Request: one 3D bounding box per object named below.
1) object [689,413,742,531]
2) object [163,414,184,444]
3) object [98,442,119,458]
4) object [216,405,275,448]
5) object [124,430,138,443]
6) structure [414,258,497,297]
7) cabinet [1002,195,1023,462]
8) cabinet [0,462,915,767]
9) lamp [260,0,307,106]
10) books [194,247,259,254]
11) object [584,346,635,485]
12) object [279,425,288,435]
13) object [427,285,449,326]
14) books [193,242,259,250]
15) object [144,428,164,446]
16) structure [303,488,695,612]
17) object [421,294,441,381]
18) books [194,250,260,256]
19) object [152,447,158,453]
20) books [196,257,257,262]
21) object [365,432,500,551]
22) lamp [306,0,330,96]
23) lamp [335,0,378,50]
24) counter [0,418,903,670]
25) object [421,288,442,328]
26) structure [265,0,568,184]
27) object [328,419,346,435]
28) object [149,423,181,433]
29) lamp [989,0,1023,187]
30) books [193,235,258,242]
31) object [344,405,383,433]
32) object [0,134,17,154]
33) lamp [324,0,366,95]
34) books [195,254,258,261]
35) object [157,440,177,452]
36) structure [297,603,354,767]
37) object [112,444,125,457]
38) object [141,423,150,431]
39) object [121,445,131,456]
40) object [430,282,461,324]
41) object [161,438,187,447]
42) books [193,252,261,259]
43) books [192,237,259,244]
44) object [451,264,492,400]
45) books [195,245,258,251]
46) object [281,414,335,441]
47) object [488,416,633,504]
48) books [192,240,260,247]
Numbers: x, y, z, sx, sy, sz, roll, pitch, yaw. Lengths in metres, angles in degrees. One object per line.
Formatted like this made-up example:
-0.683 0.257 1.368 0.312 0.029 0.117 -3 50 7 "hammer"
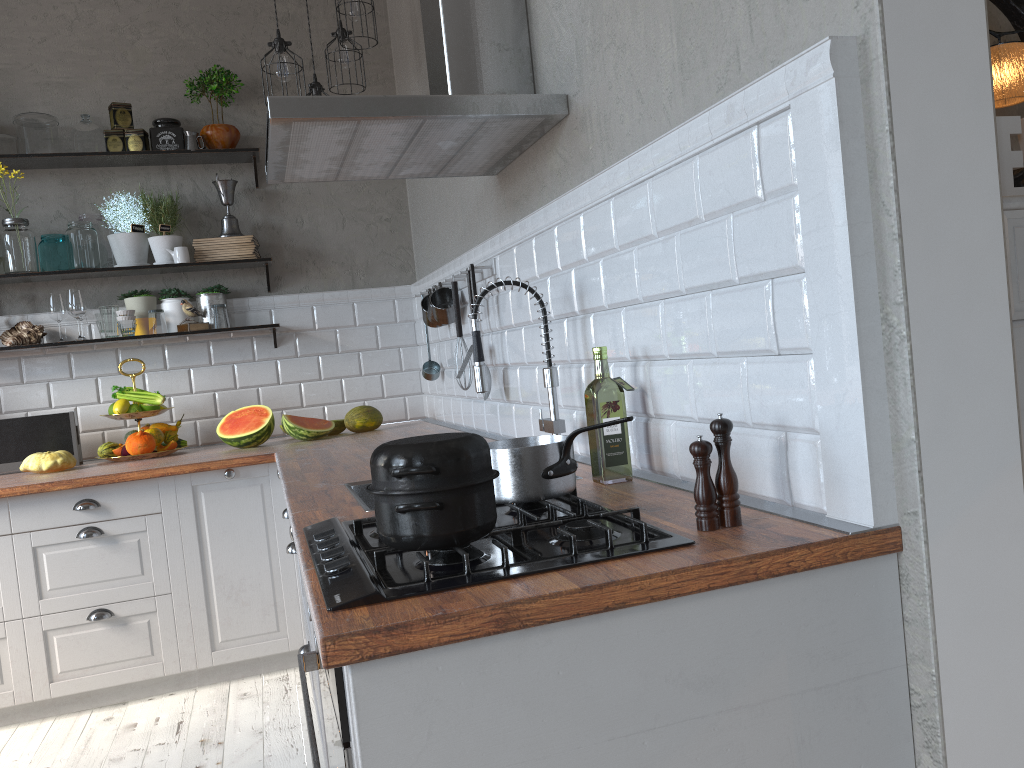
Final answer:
0.299 0.128 1.307 0.074 0.167 0.035 -7 2 -18 "object"
-1.453 0.194 3.789 0.061 0.120 0.126 -6 2 7 "object"
-1.675 0.275 3.721 0.076 0.072 0.153 -5 2 13 "object"
-1.114 0.182 3.706 0.235 0.174 0.218 -6 2 5 "object"
-1.598 0.230 3.801 0.078 0.076 0.155 -5 2 10 "object"
-0.237 -0.378 3.343 0.095 0.053 1.072 -6 2 -16 "structure"
1.002 0.344 1.531 0.675 1.297 0.379 -7 2 -17 "cabinet"
-1.006 0.727 2.621 4.120 0.854 2.023 -5 2 29 "cabinet"
-0.940 -1.913 3.306 0.145 1.735 0.148 -5 2 15 "lamp"
-1.294 -0.597 4.027 0.263 0.011 0.156 -6 2 -12 "books"
0.208 0.062 1.829 0.090 0.282 0.081 -7 2 -17 "object"
-0.941 0.207 3.992 0.200 0.067 0.102 -6 2 -11 "object"
-0.273 -0.306 3.438 0.109 0.161 0.135 -7 2 -15 "object"
-1.297 -0.619 4.026 0.263 0.011 0.156 -6 2 -12 "books"
-1.503 0.224 3.706 0.088 0.078 0.088 -5 2 9 "object"
-0.068 0.229 1.423 0.502 0.031 0.598 -6 2 -17 "structure"
-0.363 -0.202 3.814 0.078 0.379 0.081 -7 2 -17 "object"
-1.293 -0.587 4.028 0.263 0.016 0.157 -6 2 -9 "books"
-1.517 0.278 3.699 0.071 0.065 0.069 -6 2 4 "object"
-1.290 -0.554 4.029 0.264 0.011 0.156 -6 2 -15 "books"
-0.111 0.150 1.260 0.194 0.147 0.189 -8 3 -37 "object"
-0.841 -1.806 3.478 0.143 1.735 0.150 -4 3 45 "lamp"
-0.693 -2.204 3.456 0.143 1.735 0.150 -4 3 45 "lamp"
-1.441 0.369 2.323 3.201 0.039 3.348 -6 2 -17 "counter"
-0.309 -0.307 3.560 0.109 0.161 0.136 -6 2 -5 "object"
-0.380 -1.425 2.392 0.722 1.596 0.703 -7 2 -17 "structure"
-0.801 0.192 3.937 0.118 0.073 0.204 -4 3 36 "object"
-1.482 0.190 3.787 0.129 0.056 0.058 -7 2 -25 "object"
0.799 -0.451 1.559 0.453 0.558 0.170 -6 2 -10 "lamp"
-1.300 -0.651 4.025 0.263 0.011 0.156 -6 2 -12 "books"
-0.659 0.154 3.932 0.129 0.119 0.208 -4 3 36 "object"
-2.148 -0.991 3.743 0.104 0.111 0.102 -7 2 -17 "object"
-0.766 -2.073 3.610 0.144 1.735 0.149 -5 3 25 "lamp"
-1.291 -0.565 4.029 0.263 0.011 0.156 -6 2 -12 "books"
-1.449 0.264 3.715 0.088 0.051 0.069 -5 3 31 "object"
-0.004 0.589 1.442 0.626 0.623 0.614 -7 2 -17 "structure"
-1.627 0.274 3.700 0.084 0.057 0.089 -5 2 15 "object"
-1.567 0.216 3.804 0.086 0.093 0.085 -7 2 -21 "object"
-1.616 0.282 3.719 0.071 0.076 0.224 -7 3 -34 "object"
-0.248 -0.304 3.315 0.108 0.161 0.137 -6 2 0 "object"
-1.500 0.256 3.825 0.214 0.044 0.054 -5 2 20 "object"
-1.292 -0.576 4.028 0.262 0.016 0.157 -6 2 -5 "books"
-1.299 -0.641 4.025 0.263 0.016 0.157 -6 2 -9 "books"
-0.155 -0.166 2.963 0.082 0.443 0.325 -7 2 -16 "object"
-1.296 -0.609 4.027 0.264 0.011 0.156 -6 2 -15 "books"
-0.850 0.178 3.740 0.229 0.127 0.145 -7 3 -34 "object"
0.085 0.126 1.561 0.300 0.134 0.177 -5 2 17 "object"
-1.298 -0.630 4.026 0.262 0.016 0.157 -6 2 -5 "books"
